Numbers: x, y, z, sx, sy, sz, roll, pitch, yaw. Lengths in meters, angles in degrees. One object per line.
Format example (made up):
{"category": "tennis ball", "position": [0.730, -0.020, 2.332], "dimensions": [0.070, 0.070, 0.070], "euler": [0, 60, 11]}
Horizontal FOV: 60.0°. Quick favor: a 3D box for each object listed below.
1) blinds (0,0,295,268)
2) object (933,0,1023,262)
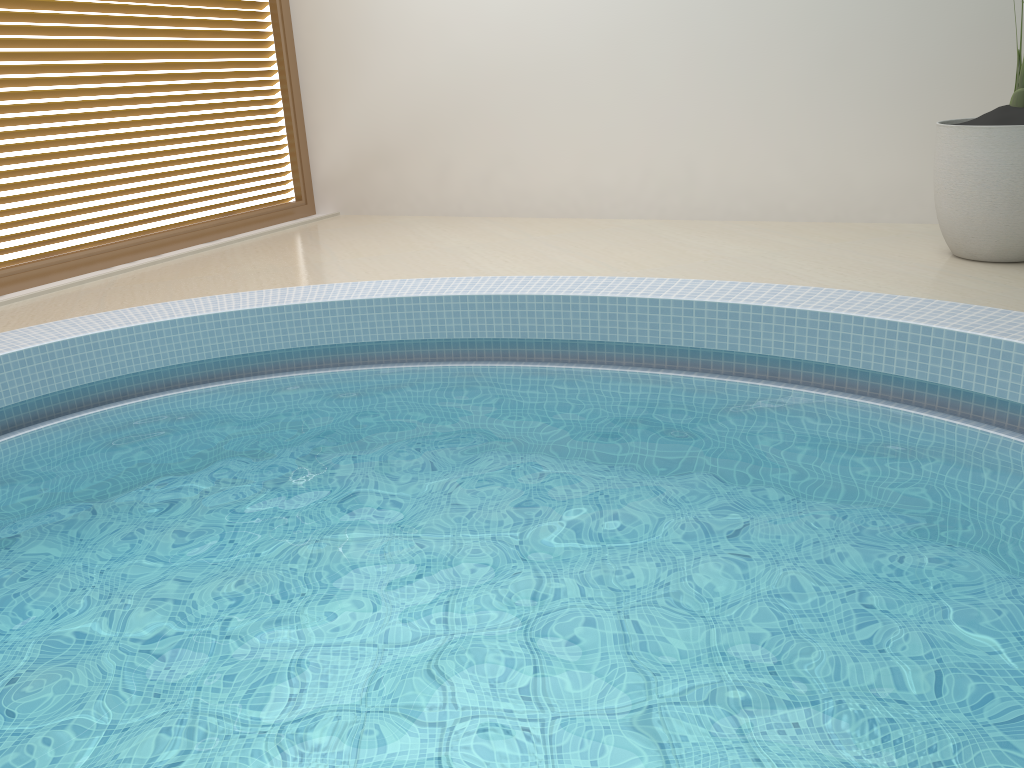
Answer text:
{"category": "blinds", "position": [-2.821, -2.106, 4.996], "dimensions": [0.095, 2.921, 4.414], "euler": [6, 21, 25]}
{"category": "object", "position": [2.442, -1.995, 3.778], "dimensions": [2.979, 2.960, 2.729], "euler": [-6, 19, -9]}
